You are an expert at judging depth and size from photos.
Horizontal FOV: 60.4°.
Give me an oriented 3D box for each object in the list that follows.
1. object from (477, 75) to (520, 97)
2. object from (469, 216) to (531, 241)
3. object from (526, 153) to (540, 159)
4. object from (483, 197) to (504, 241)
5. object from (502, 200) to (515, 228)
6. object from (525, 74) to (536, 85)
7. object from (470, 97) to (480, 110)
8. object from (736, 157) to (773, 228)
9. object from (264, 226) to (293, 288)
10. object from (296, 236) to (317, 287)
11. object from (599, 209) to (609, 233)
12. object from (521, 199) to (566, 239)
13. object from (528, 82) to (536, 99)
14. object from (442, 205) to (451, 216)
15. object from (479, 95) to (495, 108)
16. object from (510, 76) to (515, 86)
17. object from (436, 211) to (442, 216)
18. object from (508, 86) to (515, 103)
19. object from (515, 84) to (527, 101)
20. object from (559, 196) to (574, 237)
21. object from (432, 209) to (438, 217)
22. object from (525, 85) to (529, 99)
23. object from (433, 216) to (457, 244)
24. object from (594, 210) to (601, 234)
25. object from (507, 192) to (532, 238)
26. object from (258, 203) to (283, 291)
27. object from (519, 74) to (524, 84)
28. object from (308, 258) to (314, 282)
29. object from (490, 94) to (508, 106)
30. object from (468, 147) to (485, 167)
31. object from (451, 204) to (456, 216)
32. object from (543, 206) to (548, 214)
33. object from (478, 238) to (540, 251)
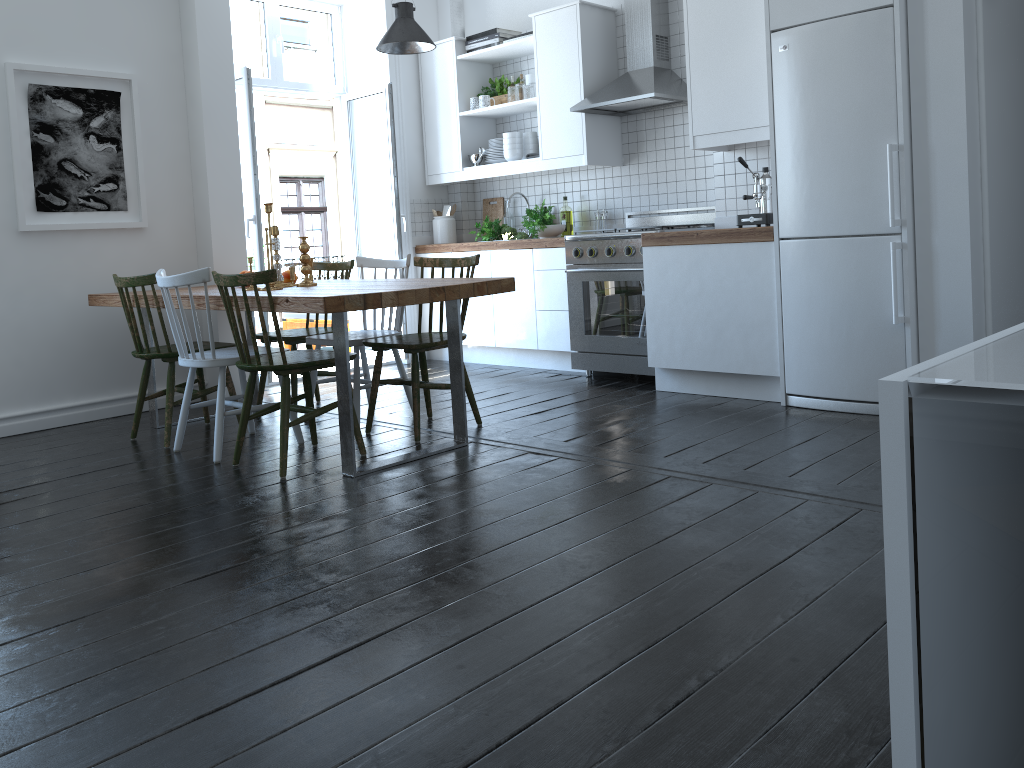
[{"bbox_3d":[-0.112,-2.143,6.498,0.347,0.252,0.165,2,7,34],"label":"object"},{"bbox_3d":[-0.078,-1.055,6.254,0.468,0.305,0.287,-1,6,17],"label":"object"},{"bbox_3d":[0.210,-1.571,6.087,0.246,0.042,0.280,4,11,36],"label":"object"},{"bbox_3d":[-0.144,-1.262,6.756,0.220,0.328,0.041,1,5,44],"label":"object"},{"bbox_3d":[-0.029,-1.236,6.605,0.098,0.315,0.098,0,5,44],"label":"object"},{"bbox_3d":[0.144,-2.093,6.283,0.085,0.221,0.085,-6,5,-39],"label":"object"},{"bbox_3d":[-0.262,-2.035,6.434,0.083,0.099,0.110,-2,6,13],"label":"object"},{"bbox_3d":[1.305,-1.019,4.684,0.206,0.367,0.356,1,7,44],"label":"object"},{"bbox_3d":[-1.173,-0.633,4.393,0.140,0.309,0.141,-3,4,-4],"label":"object"},{"bbox_3d":[-1.023,-0.605,4.359,0.101,0.246,0.101,-5,4,-22],"label":"object"},{"bbox_3d":[0.623,-1.095,5.956,0.059,0.171,0.059,-5,4,-32],"label":"object"},{"bbox_3d":[0.205,-1.126,6.002,0.271,0.267,0.341,1,8,34],"label":"object"},{"bbox_3d":[0.152,-2.003,6.043,0.086,0.119,0.087,-2,5,13],"label":"object"},{"bbox_3d":[-0.510,-1.219,6.713,0.064,0.288,0.142,-2,4,18],"label":"object"},{"bbox_3d":[-0.185,-2.024,6.337,0.108,0.099,0.084,1,7,33],"label":"object"},{"bbox_3d":[0.008,-2.113,6.364,0.060,0.223,0.060,-2,4,27],"label":"object"},{"bbox_3d":[-0.542,-1.199,6.723,0.061,0.249,0.118,-4,4,-16],"label":"object"},{"bbox_3d":[0.008,-2.009,6.128,0.086,0.119,0.086,-5,5,-23],"label":"object"},{"bbox_3d":[0.059,-2.001,6.057,0.086,0.119,0.086,-5,5,-23],"label":"object"},{"bbox_3d":[0.378,-1.169,6.151,0.066,0.281,0.067,-1,4,39],"label":"object"},{"bbox_3d":[-0.563,-1.201,6.711,0.054,0.261,0.150,-2,4,19],"label":"object"},{"bbox_3d":[0.121,-2.015,6.124,0.086,0.119,0.087,-2,5,13],"label":"object"},{"bbox_3d":[-0.514,-1.172,6.706,0.175,0.207,0.174,-8,7,-41],"label":"object"},{"bbox_3d":[0.593,-1.103,6.015,0.059,0.171,0.059,-5,4,-32],"label":"object"},{"bbox_3d":[0.100,-1.211,6.361,0.188,0.350,0.277,-2,5,20],"label":"object"},{"bbox_3d":[-1.148,-0.643,4.136,0.113,0.408,0.114,-3,3,6],"label":"object"},{"bbox_3d":[0.074,-2.119,6.361,0.056,0.232,0.056,-6,4,-43],"label":"object"},{"bbox_3d":[-1.020,-0.567,4.457,0.049,0.138,0.050,0,5,44],"label":"object"},{"bbox_3d":[-0.054,-2.051,6.449,0.394,0.102,0.154,5,11,44],"label":"object"},{"bbox_3d":[-0.253,-1.643,6.387,0.102,0.133,0.211,-7,8,-33],"label":"object"},{"bbox_3d":[-0.465,-1.222,6.708,0.130,0.294,0.057,-2,3,23],"label":"object"},{"bbox_3d":[0.246,-1.163,6.338,0.085,0.229,0.086,-3,4,9],"label":"object"},{"bbox_3d":[-0.008,-0.974,6.286,0.372,0.110,0.357,5,12,43],"label":"object"}]
